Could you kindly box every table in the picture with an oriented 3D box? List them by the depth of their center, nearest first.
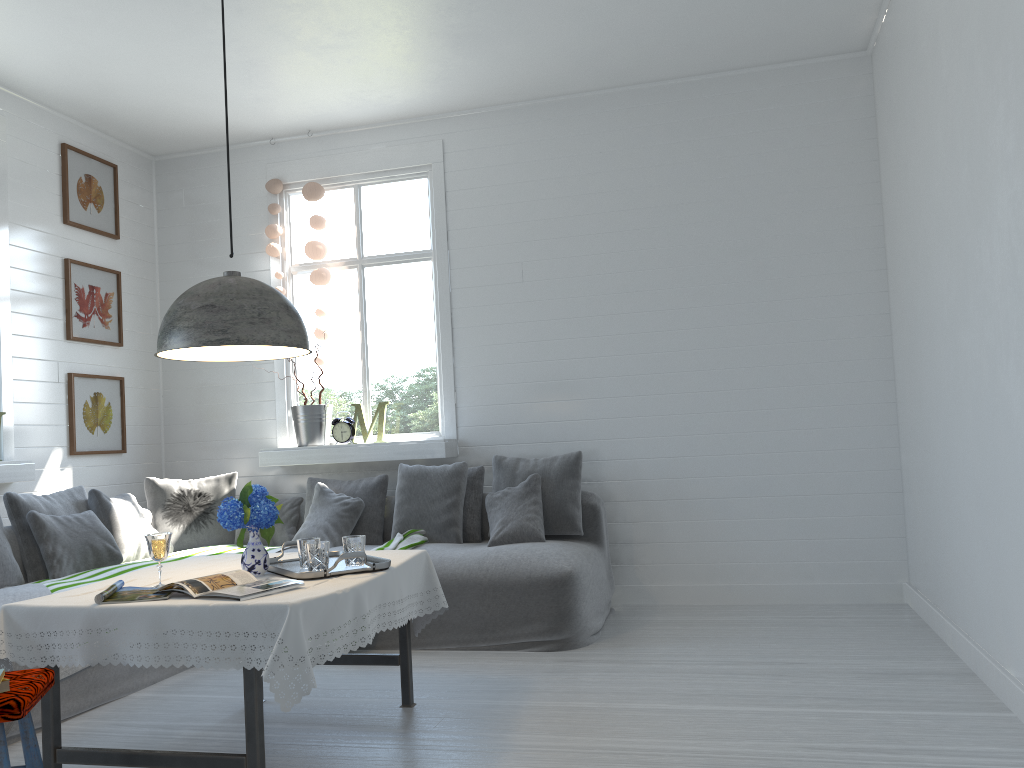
[{"bbox_3d":[-1.040,1.111,3.537,1.328,0.724,1.671,-4,-4,15],"label":"table"}]

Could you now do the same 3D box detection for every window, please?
[{"bbox_3d":[-3.424,-0.603,5.057,0.254,2.396,1.483,-4,-3,14],"label":"window"},{"bbox_3d":[-1.204,-0.609,6.736,1.482,2.396,0.379,-4,-3,14],"label":"window"}]

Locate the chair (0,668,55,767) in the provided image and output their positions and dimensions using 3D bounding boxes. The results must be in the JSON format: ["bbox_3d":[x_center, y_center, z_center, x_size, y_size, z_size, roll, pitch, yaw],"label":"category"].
[{"bbox_3d":[-1.568,1.155,2.527,0.419,0.562,0.419,-2,-3,-16],"label":"chair"}]

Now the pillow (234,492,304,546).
[{"bbox_3d":[-1.754,0.995,6.472,0.495,0.438,0.280,-4,-3,16],"label":"pillow"}]

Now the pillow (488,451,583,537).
[{"bbox_3d":[0.160,0.746,5.987,0.639,0.560,0.279,-4,-3,15],"label":"pillow"}]

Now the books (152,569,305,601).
[{"bbox_3d":[-0.986,0.696,3.088,0.422,0.049,0.300,-5,-4,29],"label":"books"}]

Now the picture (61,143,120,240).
[{"bbox_3d":[-3.115,-1.413,6.569,0.036,0.579,0.556,-4,-3,14],"label":"picture"}]

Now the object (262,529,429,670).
[{"bbox_3d":[-0.927,1.168,5.463,0.623,0.832,1.581,-5,-4,39],"label":"object"}]

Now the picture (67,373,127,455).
[{"bbox_3d":[-3.030,0.224,6.493,0.036,0.579,0.556,-4,-3,14],"label":"picture"}]

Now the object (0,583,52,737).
[{"bbox_3d":[-2.663,1.189,3.910,1.212,0.923,1.686,-1,-4,-35],"label":"object"}]

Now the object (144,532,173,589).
[{"bbox_3d":[-1.273,0.637,3.202,0.098,0.191,0.098,-5,-3,34],"label":"object"}]

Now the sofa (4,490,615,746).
[{"bbox_3d":[-1.351,1.176,4.868,3.408,0.898,3.397,-4,-4,14],"label":"sofa"}]

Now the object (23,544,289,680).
[{"bbox_3d":[-2.289,1.302,4.938,1.044,0.473,3.166,-4,-4,15],"label":"object"}]

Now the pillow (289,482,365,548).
[{"bbox_3d":[-1.281,0.912,6.083,0.380,0.463,0.416,-5,-4,29],"label":"pillow"}]

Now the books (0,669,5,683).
[{"bbox_3d":[-1.517,0.821,2.451,0.189,0.022,0.133,-1,-4,-25],"label":"books"}]

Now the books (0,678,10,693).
[{"bbox_3d":[-1.512,0.847,2.449,0.129,0.030,0.182,-6,-5,36],"label":"books"}]

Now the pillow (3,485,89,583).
[{"bbox_3d":[-2.765,0.915,5.419,0.279,0.560,0.639,-4,-3,15],"label":"pillow"}]

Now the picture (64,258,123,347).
[{"bbox_3d":[-3.072,-0.587,6.531,0.036,0.579,0.556,-4,-3,14],"label":"picture"}]

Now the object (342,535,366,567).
[{"bbox_3d":[-0.632,0.669,3.556,0.096,0.119,0.095,-5,-4,38],"label":"object"}]

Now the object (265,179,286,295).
[{"bbox_3d":[-1.860,-1.075,6.974,0.153,1.087,0.150,-2,-3,-10],"label":"object"}]

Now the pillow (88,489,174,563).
[{"bbox_3d":[-2.583,0.942,5.897,0.344,0.525,0.616,-4,-3,13],"label":"pillow"}]

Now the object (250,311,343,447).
[{"bbox_3d":[-1.550,-0.009,6.482,0.635,0.935,0.848,-1,-4,-29],"label":"object"}]

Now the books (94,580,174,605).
[{"bbox_3d":[-1.295,0.718,3.092,0.229,0.043,0.300,-2,-4,-12],"label":"books"}]

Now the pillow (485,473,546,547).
[{"bbox_3d":[0.015,0.824,5.754,0.380,0.463,0.417,-3,-3,-1],"label":"pillow"}]

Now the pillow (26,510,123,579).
[{"bbox_3d":[-2.646,0.958,5.312,0.277,0.445,0.528,-5,-4,29],"label":"pillow"}]

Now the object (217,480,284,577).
[{"bbox_3d":[-1.027,0.568,3.497,0.266,0.376,0.236,-4,-3,16],"label":"object"}]

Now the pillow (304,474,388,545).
[{"bbox_3d":[-1.202,0.919,6.330,0.639,0.521,0.279,-4,-3,14],"label":"pillow"}]

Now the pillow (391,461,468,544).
[{"bbox_3d":[-0.558,0.820,6.030,0.509,0.572,0.296,-4,-3,14],"label":"pillow"}]

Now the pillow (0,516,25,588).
[{"bbox_3d":[-2.948,0.879,4.746,0.280,0.520,0.641,-4,-3,15],"label":"pillow"}]

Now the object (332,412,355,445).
[{"bbox_3d":[-1.255,0.331,6.605,0.182,0.250,0.075,-4,-3,14],"label":"object"}]

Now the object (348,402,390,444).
[{"bbox_3d":[-1.080,0.299,6.691,0.330,0.311,0.052,-3,-3,4],"label":"object"}]

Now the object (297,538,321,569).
[{"bbox_3d":[-0.811,0.678,3.549,0.095,0.119,0.096,-3,-3,-2],"label":"object"}]

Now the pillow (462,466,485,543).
[{"bbox_3d":[-0.510,0.845,6.167,0.641,0.520,0.280,-4,-3,15],"label":"pillow"}]

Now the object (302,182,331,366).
[{"bbox_3d":[-1.497,-0.854,6.824,0.196,1.425,0.200,-1,-3,-35],"label":"object"}]

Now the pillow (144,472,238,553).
[{"bbox_3d":[-2.299,0.941,6.470,0.638,0.560,0.395,-1,-4,-36],"label":"pillow"}]

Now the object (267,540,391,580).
[{"bbox_3d":[-0.772,0.703,3.598,0.398,0.092,0.652,-1,-4,-33],"label":"object"}]

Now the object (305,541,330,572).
[{"bbox_3d":[-0.744,0.665,3.401,0.096,0.119,0.095,-5,-4,38],"label":"object"}]

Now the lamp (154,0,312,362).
[{"bbox_3d":[-1.156,-1.137,3.583,0.600,2.042,0.601,-2,-3,-15],"label":"lamp"}]

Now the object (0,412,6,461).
[{"bbox_3d":[-3.250,0.326,5.403,0.052,0.311,0.330,-4,-3,24],"label":"object"}]
